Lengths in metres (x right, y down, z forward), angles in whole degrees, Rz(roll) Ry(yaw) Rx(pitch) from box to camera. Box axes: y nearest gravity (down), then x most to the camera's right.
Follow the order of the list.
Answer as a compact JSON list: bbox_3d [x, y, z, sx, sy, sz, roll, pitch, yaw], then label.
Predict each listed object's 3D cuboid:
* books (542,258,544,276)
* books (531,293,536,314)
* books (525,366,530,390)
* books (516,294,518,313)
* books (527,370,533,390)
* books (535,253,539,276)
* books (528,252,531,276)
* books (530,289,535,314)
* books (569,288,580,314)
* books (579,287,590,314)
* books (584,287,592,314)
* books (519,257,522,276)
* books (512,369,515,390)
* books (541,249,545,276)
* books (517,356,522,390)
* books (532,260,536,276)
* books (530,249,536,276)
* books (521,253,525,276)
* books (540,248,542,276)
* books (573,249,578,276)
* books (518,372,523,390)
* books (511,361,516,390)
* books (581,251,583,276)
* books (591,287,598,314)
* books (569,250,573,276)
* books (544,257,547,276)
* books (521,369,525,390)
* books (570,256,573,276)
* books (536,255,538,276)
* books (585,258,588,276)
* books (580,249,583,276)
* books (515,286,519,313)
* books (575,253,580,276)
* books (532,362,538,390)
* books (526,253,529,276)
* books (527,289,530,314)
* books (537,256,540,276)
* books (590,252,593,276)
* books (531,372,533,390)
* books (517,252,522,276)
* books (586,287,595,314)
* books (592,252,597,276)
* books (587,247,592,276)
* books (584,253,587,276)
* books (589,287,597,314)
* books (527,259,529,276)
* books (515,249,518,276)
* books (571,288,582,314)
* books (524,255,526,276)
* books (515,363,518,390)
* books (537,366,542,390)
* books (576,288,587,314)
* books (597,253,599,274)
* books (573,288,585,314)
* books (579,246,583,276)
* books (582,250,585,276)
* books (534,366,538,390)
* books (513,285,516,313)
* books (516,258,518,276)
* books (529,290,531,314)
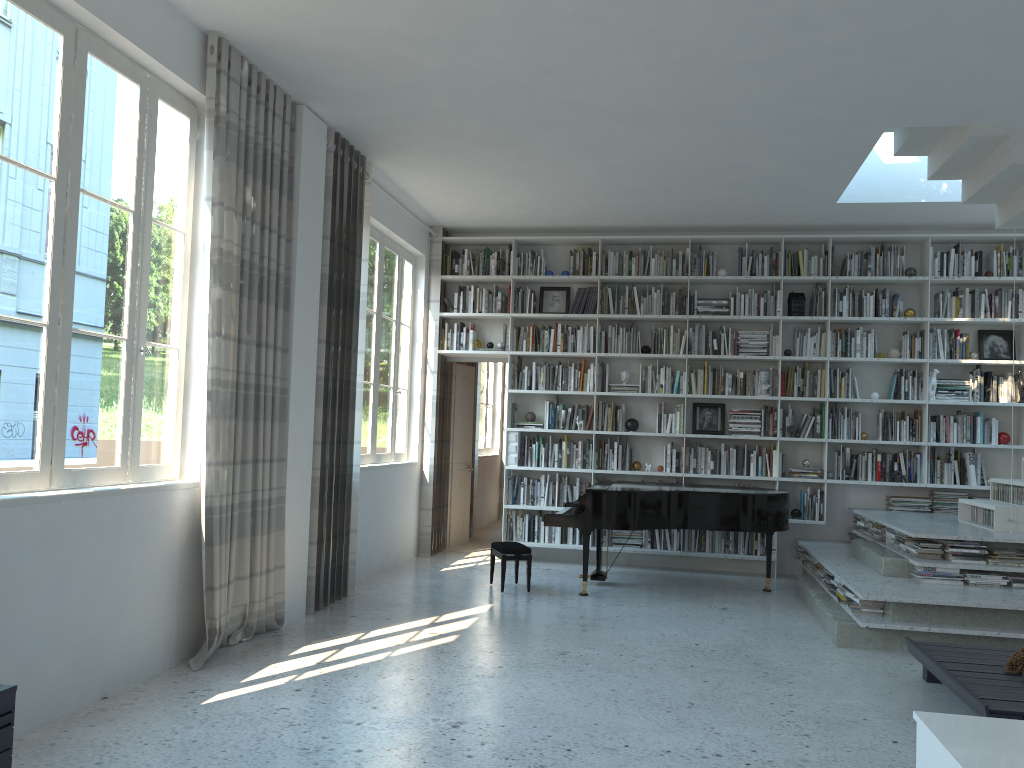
[{"bbox_3d":[0.314,-1.127,8.724,0.014,0.201,0.170,2,-3,11],"label":"books"},{"bbox_3d":[0.214,-0.770,8.705,0.012,0.214,0.185,2,-3,11],"label":"books"},{"bbox_3d":[0.152,-0.048,8.687,0.022,0.235,0.177,2,-3,11],"label":"books"},{"bbox_3d":[0.062,-0.768,8.752,0.015,0.207,0.172,2,-3,11],"label":"books"},{"bbox_3d":[0.174,-0.032,8.672,0.028,0.203,0.188,2,-3,11],"label":"books"},{"bbox_3d":[0.248,-1.155,8.739,0.013,0.252,0.129,2,-3,11],"label":"books"},{"bbox_3d":[0.186,-1.161,8.743,0.016,0.260,0.154,2,-3,11],"label":"books"},{"bbox_3d":[0.204,-0.791,8.716,0.012,0.254,0.166,2,-3,11],"label":"books"},{"bbox_3d":[0.616,-0.789,8.652,0.110,0.279,0.174,2,-3,11],"label":"books"},{"bbox_3d":[0.710,-0.790,8.623,0.097,0.282,0.174,2,-3,11],"label":"books"},{"bbox_3d":[0.747,-0.791,8.637,0.078,0.285,0.174,2,-3,11],"label":"books"},{"bbox_3d":[0.092,-1.137,8.769,0.032,0.210,0.158,2,-3,11],"label":"books"},{"bbox_3d":[0.033,-0.037,8.720,0.026,0.209,0.155,2,-3,11],"label":"books"},{"bbox_3d":[0.305,-1.172,8.745,0.015,0.293,0.131,2,-3,11],"label":"books"},{"bbox_3d":[0.073,-0.100,8.696,0.012,0.333,0.184,2,-3,11],"label":"books"},{"bbox_3d":[0.227,-1.120,8.736,0.026,0.182,0.161,2,-3,11],"label":"books"},{"bbox_3d":[0.205,-1.170,8.723,0.015,0.279,0.190,2,-3,11],"label":"books"},{"bbox_3d":[0.113,-1.156,8.758,0.012,0.249,0.180,2,-3,11],"label":"books"},{"bbox_3d":[0.293,-1.177,8.736,0.007,0.301,0.145,2,-3,11],"label":"books"},{"bbox_3d":[0.620,-1.159,8.660,0.024,0.279,0.188,2,-3,11],"label":"books"},{"bbox_3d":[0.096,-0.023,8.694,0.037,0.182,0.189,2,-3,11],"label":"books"},{"bbox_3d":[0.017,-0.075,8.734,0.012,0.285,0.159,2,-3,11],"label":"books"},{"bbox_3d":[0.691,-1.149,8.644,0.010,0.263,0.156,2,-3,11],"label":"books"},{"bbox_3d":[0.811,-0.790,8.611,0.078,0.285,0.174,2,-3,11],"label":"books"},{"bbox_3d":[0.578,-1.158,8.685,0.013,0.277,0.151,2,-3,11],"label":"books"},{"bbox_3d":[0.329,-1.131,8.731,0.013,0.210,0.136,2,-3,11],"label":"books"},{"bbox_3d":[0.123,-0.035,8.708,0.042,0.208,0.143,2,-3,11],"label":"books"},{"bbox_3d":[0.595,-1.129,8.668,0.028,0.218,0.153,2,-3,11],"label":"books"},{"bbox_3d":[0.258,-1.138,8.727,0.013,0.219,0.181,2,-3,11],"label":"books"},{"bbox_3d":[0.731,-1.111,8.640,0.027,0.190,0.177,2,-3,11],"label":"books"},{"bbox_3d":[0.682,-1.159,8.659,0.013,0.283,0.166,2,-3,11],"label":"books"},{"bbox_3d":[0.052,-0.809,8.752,0.006,0.287,0.148,2,-3,11],"label":"books"},{"bbox_3d":[0.645,-1.143,8.653,0.028,0.249,0.155,2,-3,11],"label":"books"},{"bbox_3d":[0.226,-0.068,8.686,0.023,0.281,0.174,2,-3,11],"label":"books"},{"bbox_3d":[0.157,-1.152,8.752,0.016,0.243,0.156,2,-3,11],"label":"books"},{"bbox_3d":[0.174,-0.793,8.714,0.023,0.258,0.183,2,-3,11],"label":"books"},{"bbox_3d":[0.273,-1.135,8.717,0.021,0.213,0.173,2,-3,11],"label":"books"},{"bbox_3d":[0.784,-1.144,8.645,0.022,0.260,0.152,2,-3,11],"label":"books"},{"bbox_3d":[0.206,-0.021,8.710,0.021,0.187,0.129,2,-3,11],"label":"books"},{"bbox_3d":[0.074,-1.162,8.774,0.007,0.258,0.156,2,-3,11],"label":"books"},{"bbox_3d":[0.770,-0.790,8.637,0.078,0.285,0.174,2,-3,11],"label":"books"},{"bbox_3d":[0.807,-1.142,8.628,0.031,0.254,0.178,2,-3,11],"label":"books"},{"bbox_3d":[0.757,-1.165,8.627,0.025,0.297,0.163,2,-3,11],"label":"books"},{"bbox_3d":[0.718,-1.142,8.669,0.013,0.254,0.129,2,-3,11],"label":"books"},{"bbox_3d":[0.791,-0.790,8.628,0.078,0.285,0.174,2,-3,11],"label":"books"},{"bbox_3d":[0.172,-1.126,8.757,0.014,0.192,0.146,2,-3,11],"label":"books"},{"bbox_3d":[0.052,-1.175,8.782,0.007,0.285,0.159,2,-3,11],"label":"books"},{"bbox_3d":[0.640,-0.788,8.657,0.110,0.279,0.174,2,-3,11],"label":"books"},{"bbox_3d":[0.142,-1.144,8.750,0.013,0.225,0.177,2,-3,11],"label":"books"},{"bbox_3d":[0.054,-0.066,8.701,0.027,0.266,0.176,2,-3,11],"label":"books"},{"bbox_3d":[0.274,-0.047,8.692,0.049,0.242,0.139,2,-3,11],"label":"books"},{"bbox_3d":[0.685,-0.787,8.648,0.110,0.279,0.174,2,-3,11],"label":"books"},{"bbox_3d":[0.845,-1.138,8.635,0.039,0.252,0.146,2,-3,11],"label":"books"},{"bbox_3d":[0.659,-0.789,8.635,0.110,0.279,0.174,2,-3,11],"label":"books"},{"bbox_3d":[0.672,-1.177,8.677,0.014,0.320,0.137,2,-3,11],"label":"books"},{"bbox_3d":[0.701,-1.154,8.643,0.011,0.274,0.183,2,-3,11],"label":"books"},{"bbox_3d":[0.240,-0.051,8.674,0.011,0.246,0.176,2,-3,11],"label":"books"},{"bbox_3d":[0.036,-0.814,8.744,0.005,0.292,0.184,2,-3,11],"label":"books"},{"bbox_3d":[0.060,-1.135,8.769,0.017,0.204,0.142,2,-3,11],"label":"books"},{"bbox_3d":[0.193,-0.788,8.719,0.011,0.249,0.168,2,-3,11],"label":"books"}]
